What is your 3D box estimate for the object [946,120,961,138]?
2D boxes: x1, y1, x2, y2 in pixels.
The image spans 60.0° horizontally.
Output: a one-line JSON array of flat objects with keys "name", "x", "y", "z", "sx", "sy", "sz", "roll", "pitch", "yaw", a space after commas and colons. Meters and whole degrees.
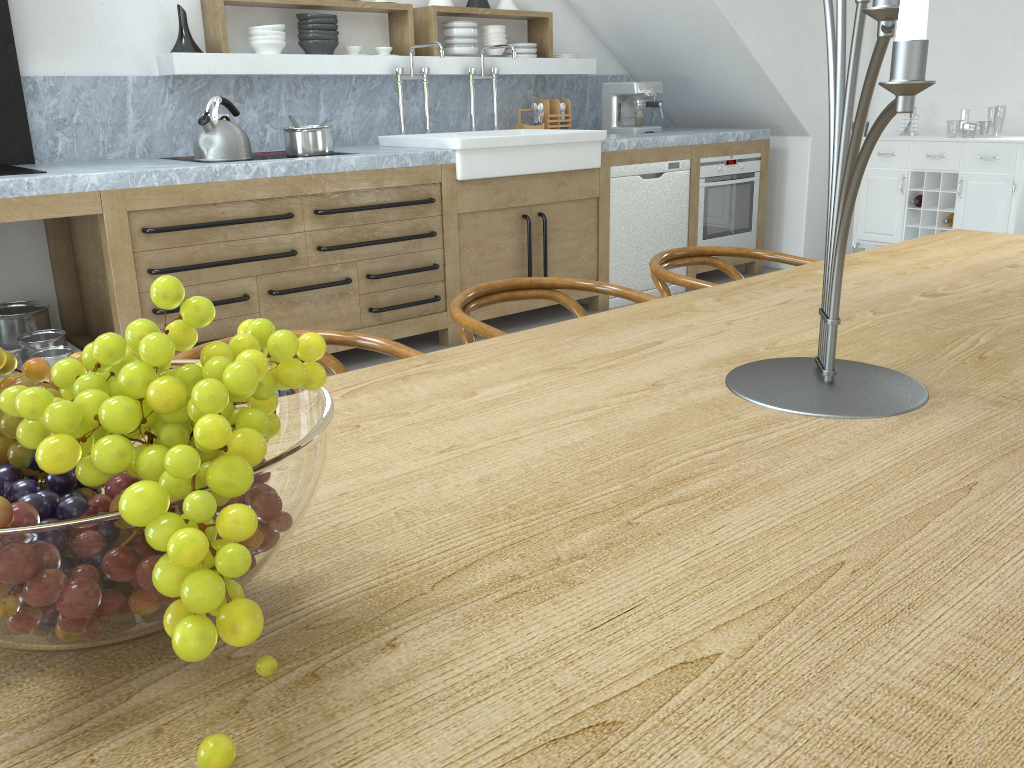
[{"name": "object", "x": 2.662, "y": -1.537, "z": 5.350, "sx": 0.082, "sy": 0.104, "sz": 0.082, "roll": -10, "pitch": 19, "yaw": -25}]

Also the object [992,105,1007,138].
[{"name": "object", "x": 2.883, "y": -1.552, "z": 5.248, "sx": 0.063, "sy": 0.185, "sz": 0.063, "roll": 10, "pitch": 20, "yaw": 34}]

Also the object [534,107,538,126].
[{"name": "object", "x": 0.152, "y": -1.633, "z": 5.507, "sx": 0.019, "sy": 0.177, "sz": 0.044, "roll": 3, "pitch": 17, "yaw": 15}]

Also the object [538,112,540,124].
[{"name": "object", "x": 0.166, "y": -1.648, "z": 5.525, "sx": 0.023, "sy": 0.194, "sz": 0.018, "roll": 15, "pitch": 23, "yaw": 43}]

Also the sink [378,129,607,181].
[{"name": "sink", "x": -0.096, "y": -1.252, "z": 4.789, "sx": 1.024, "sy": 0.200, "sz": 0.730, "roll": -16, "pitch": 23, "yaw": -38}]

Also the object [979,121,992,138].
[{"name": "object", "x": 2.815, "y": -1.515, "z": 5.281, "sx": 0.071, "sy": 0.098, "sz": 0.072, "roll": -6, "pitch": 18, "yaw": -16}]

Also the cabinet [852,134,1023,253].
[{"name": "cabinet", "x": 2.702, "y": -1.147, "z": 5.574, "sx": 0.498, "sy": 0.783, "sz": 1.140, "roll": -15, "pitch": 22, "yaw": -38}]

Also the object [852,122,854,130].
[{"name": "object", "x": 2.261, "y": -1.587, "z": 5.823, "sx": 0.088, "sy": 0.266, "sz": 0.029, "roll": 6, "pitch": 18, "yaw": 23}]

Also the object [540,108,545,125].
[{"name": "object", "x": 0.184, "y": -1.640, "z": 5.527, "sx": 0.044, "sy": 0.177, "sz": 0.020, "roll": 10, "pitch": 20, "yaw": 33}]

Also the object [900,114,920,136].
[{"name": "object", "x": 2.591, "y": -1.685, "z": 5.776, "sx": 0.067, "sy": 0.136, "sz": 0.102, "roll": -15, "pitch": 21, "yaw": -38}]

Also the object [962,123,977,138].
[{"name": "object", "x": 2.740, "y": -1.518, "z": 5.317, "sx": 0.077, "sy": 0.084, "sz": 0.077, "roll": 11, "pitch": 21, "yaw": 36}]

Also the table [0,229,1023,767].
[{"name": "table", "x": 0.348, "y": 0.400, "z": 1.291, "sx": 3.361, "sy": 0.792, "sz": 1.023, "roll": -16, "pitch": 22, "yaw": -38}]

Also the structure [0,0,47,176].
[{"name": "structure", "x": -2.327, "y": -1.677, "z": 3.065, "sx": 1.079, "sy": 1.869, "sz": 0.784, "roll": -15, "pitch": 21, "yaw": -38}]

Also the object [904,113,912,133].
[{"name": "object", "x": 2.588, "y": -1.722, "z": 5.777, "sx": 0.054, "sy": 0.173, "sz": 0.039, "roll": -15, "pitch": 21, "yaw": -38}]

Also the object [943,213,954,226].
[{"name": "object", "x": 2.743, "y": -1.016, "z": 5.471, "sx": 0.318, "sy": 0.082, "sz": 0.082, "roll": -16, "pitch": 22, "yaw": -38}]

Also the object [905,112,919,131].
[{"name": "object", "x": 2.598, "y": -1.705, "z": 5.775, "sx": 0.029, "sy": 0.135, "sz": 0.097, "roll": -13, "pitch": 20, "yaw": -35}]

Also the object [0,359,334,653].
[{"name": "object", "x": -0.318, "y": 0.107, "z": 0.706, "sx": 0.360, "sy": 0.158, "sz": 0.362, "roll": 9, "pitch": 20, "yaw": 29}]

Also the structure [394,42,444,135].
[{"name": "structure", "x": -0.443, "y": -1.557, "z": 4.785, "sx": 0.333, "sy": 0.525, "sz": 0.215, "roll": 8, "pitch": 19, "yaw": 29}]

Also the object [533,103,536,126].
[{"name": "object", "x": 0.144, "y": -1.647, "z": 5.522, "sx": 0.019, "sy": 0.194, "sz": 0.022, "roll": 11, "pitch": 21, "yaw": 37}]

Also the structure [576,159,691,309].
[{"name": "structure", "x": 0.636, "y": -0.963, "z": 5.492, "sx": 0.727, "sy": 0.816, "sz": 0.601, "roll": -15, "pitch": 22, "yaw": -38}]

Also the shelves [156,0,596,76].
[{"name": "shelves", "x": -1.566, "y": -2.047, "z": 3.813, "sx": 0.481, "sy": 1.351, "sz": 5.575, "roll": 14, "pitch": 23, "yaw": 42}]

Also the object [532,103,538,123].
[{"name": "object", "x": 0.147, "y": -1.658, "z": 5.546, "sx": 0.040, "sy": 0.191, "sz": 0.042, "roll": -2, "pitch": 16, "yaw": -2}]

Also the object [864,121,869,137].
[{"name": "object", "x": 2.296, "y": -1.575, "z": 5.783, "sx": 0.029, "sy": 0.266, "sz": 0.089, "roll": -5, "pitch": 17, "yaw": -12}]

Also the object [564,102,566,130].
[{"name": "object", "x": 0.333, "y": -1.702, "z": 5.679, "sx": 0.022, "sy": 0.194, "sz": 0.019, "roll": -14, "pitch": 21, "yaw": -37}]

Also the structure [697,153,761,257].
[{"name": "structure", "x": 1.214, "y": -1.215, "z": 5.926, "sx": 0.634, "sy": 0.631, "sz": 0.634, "roll": -15, "pitch": 22, "yaw": -38}]

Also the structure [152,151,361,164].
[{"name": "structure", "x": -1.160, "y": -1.022, "z": 4.053, "sx": 0.740, "sy": 0.041, "sz": 0.650, "roll": -16, "pitch": 23, "yaw": -38}]

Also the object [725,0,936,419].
[{"name": "object", "x": 0.451, "y": -0.432, "z": 1.168, "sx": 0.266, "sy": 0.868, "sz": 0.780, "roll": 6, "pitch": 18, "yaw": 23}]

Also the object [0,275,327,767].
[{"name": "object", "x": -0.314, "y": 0.055, "z": 0.661, "sx": 0.394, "sy": 0.282, "sz": 0.294, "roll": 3, "pitch": 18, "yaw": 14}]

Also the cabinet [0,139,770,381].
[{"name": "cabinet", "x": -1.039, "y": -0.542, "z": 4.354, "sx": 6.452, "sy": 1.014, "sz": 1.008, "roll": -16, "pitch": 22, "yaw": -38}]

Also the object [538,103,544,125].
[{"name": "object", "x": 0.179, "y": -1.647, "z": 5.510, "sx": 0.040, "sy": 0.191, "sz": 0.042, "roll": -2, "pitch": 16, "yaw": -3}]

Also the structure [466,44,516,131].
[{"name": "structure", "x": -0.069, "y": -1.662, "z": 5.085, "sx": 0.333, "sy": 0.525, "sz": 0.215, "roll": 8, "pitch": 19, "yaw": 29}]

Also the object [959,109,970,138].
[{"name": "object", "x": 2.737, "y": -1.578, "z": 5.369, "sx": 0.048, "sy": 0.168, "sz": 0.048, "roll": 11, "pitch": 21, "yaw": 36}]

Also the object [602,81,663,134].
[{"name": "object", "x": 0.826, "y": -1.774, "z": 5.695, "sx": 0.325, "sy": 0.318, "sz": 0.388, "roll": -15, "pitch": 22, "yaw": -38}]

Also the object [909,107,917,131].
[{"name": "object", "x": 2.597, "y": -1.710, "z": 5.745, "sx": 0.024, "sy": 0.163, "sz": 0.039, "roll": -9, "pitch": 18, "yaw": -26}]

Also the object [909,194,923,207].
[{"name": "object", "x": 2.584, "y": -1.150, "z": 5.566, "sx": 0.318, "sy": 0.084, "sz": 0.082, "roll": -15, "pitch": 22, "yaw": -37}]

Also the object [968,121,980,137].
[{"name": "object", "x": 2.813, "y": -1.540, "z": 5.370, "sx": 0.095, "sy": 0.093, "sz": 0.094, "roll": 12, "pitch": 21, "yaw": 36}]

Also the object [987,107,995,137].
[{"name": "object", "x": 2.870, "y": -1.567, "z": 5.309, "sx": 0.054, "sy": 0.177, "sz": 0.054, "roll": 7, "pitch": 18, "yaw": 26}]

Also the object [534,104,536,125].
[{"name": "object", "x": 0.146, "y": -1.650, "z": 5.532, "sx": 0.018, "sy": 0.194, "sz": 0.020, "roll": -11, "pitch": 19, "yaw": -29}]
